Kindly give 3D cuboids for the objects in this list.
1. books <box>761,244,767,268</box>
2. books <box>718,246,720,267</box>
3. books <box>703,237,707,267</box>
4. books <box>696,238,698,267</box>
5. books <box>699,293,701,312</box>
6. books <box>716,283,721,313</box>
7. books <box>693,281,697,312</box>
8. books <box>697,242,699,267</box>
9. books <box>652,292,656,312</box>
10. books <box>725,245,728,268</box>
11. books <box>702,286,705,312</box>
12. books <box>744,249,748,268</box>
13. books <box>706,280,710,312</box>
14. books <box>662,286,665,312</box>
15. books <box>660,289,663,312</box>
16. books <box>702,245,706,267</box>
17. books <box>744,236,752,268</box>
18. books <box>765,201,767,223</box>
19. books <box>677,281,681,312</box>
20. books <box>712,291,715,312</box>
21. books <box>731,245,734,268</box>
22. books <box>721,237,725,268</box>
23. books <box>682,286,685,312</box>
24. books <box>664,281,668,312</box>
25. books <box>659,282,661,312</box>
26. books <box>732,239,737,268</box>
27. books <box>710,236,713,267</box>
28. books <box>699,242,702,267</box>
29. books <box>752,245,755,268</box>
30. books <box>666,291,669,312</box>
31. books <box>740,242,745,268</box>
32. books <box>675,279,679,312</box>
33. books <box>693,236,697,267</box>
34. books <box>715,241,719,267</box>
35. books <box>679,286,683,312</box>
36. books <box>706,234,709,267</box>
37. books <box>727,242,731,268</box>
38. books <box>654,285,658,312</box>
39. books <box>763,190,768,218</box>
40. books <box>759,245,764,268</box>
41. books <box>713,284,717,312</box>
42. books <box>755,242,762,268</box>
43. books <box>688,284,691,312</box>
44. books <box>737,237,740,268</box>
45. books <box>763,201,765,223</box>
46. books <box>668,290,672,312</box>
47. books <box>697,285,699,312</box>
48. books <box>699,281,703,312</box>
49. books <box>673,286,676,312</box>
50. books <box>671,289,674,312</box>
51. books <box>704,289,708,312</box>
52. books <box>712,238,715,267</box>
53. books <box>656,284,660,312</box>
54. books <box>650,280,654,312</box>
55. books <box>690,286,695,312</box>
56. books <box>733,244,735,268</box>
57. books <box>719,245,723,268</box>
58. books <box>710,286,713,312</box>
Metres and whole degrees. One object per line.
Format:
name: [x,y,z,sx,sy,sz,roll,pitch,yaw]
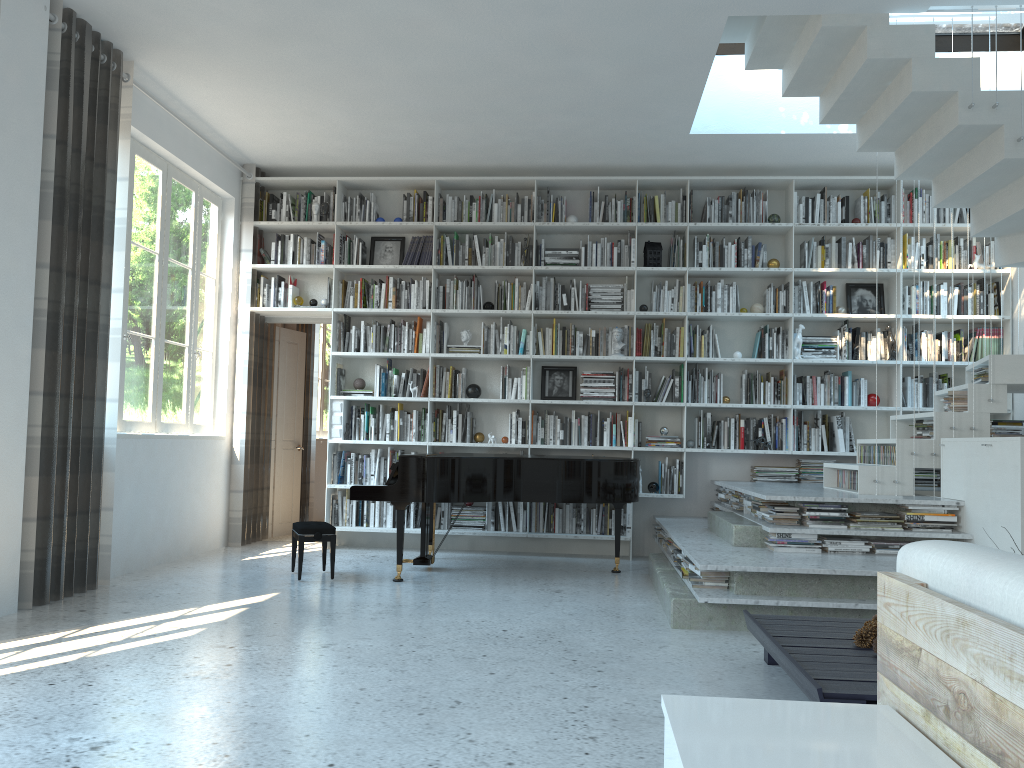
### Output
books: [2.091,-1.035,7.377,0.026,0.229,0.140,1,-3,5]
books: [1.718,-1.035,7.405,0.014,0.215,0.132,1,-3,5]
books: [1.612,-1.072,7.406,0.011,0.283,0.173,1,-3,5]
books: [1.538,-1.071,7.426,0.011,0.279,0.133,1,-3,5]
books: [1.557,-0.655,7.393,0.021,0.179,0.136,1,-3,5]
books: [1.706,-0.695,7.358,0.030,0.263,0.182,1,-3,5]
books: [1.527,-0.705,7.403,0.014,0.278,0.154,1,-3,5]
books: [1.549,-1.051,7.418,0.012,0.239,0.139,1,-3,5]
books: [1.180,-0.665,7.409,0.028,0.185,0.181,1,-3,5]
books: [1.778,-1.035,7.399,0.025,0.216,0.144,1,-3,5]
books: [1.588,-0.683,7.389,0.013,0.236,0.157,1,-3,5]
books: [1.930,-1.016,7.372,0.027,0.181,0.176,1,-3,5]
books: [1.626,-0.705,7.369,0.014,0.280,0.177,1,-3,5]
books: [1.259,-0.688,7.414,0.023,0.236,0.178,1,-3,5]
books: [1.244,-0.674,7.419,0.023,0.207,0.171,1,-3,5]
books: [1.591,-1.036,7.389,0.026,0.207,0.181,1,-3,5]
books: [1.958,-1.068,7.360,0.029,0.285,0.183,1,-3,5]
books: [2.095,-1.393,7.375,0.014,0.208,0.188,1,-3,5]
books: [1.383,-0.707,7.404,0.025,0.277,0.173,1,-3,5]
books: [1.668,-0.660,7.378,0.025,0.194,0.171,1,-3,5]
books: [1.821,-1.032,7.368,0.021,0.209,0.181,1,-3,5]
books: [1.760,-1.069,7.404,0.013,0.284,0.154,1,-3,5]
books: [1.418,-0.686,7.399,0.026,0.237,0.173,1,-3,5]
books: [1.274,-0.709,7.392,0.028,0.275,0.187,1,-3,5]
books: [1.234,-0.708,7.423,0.019,0.275,0.146,1,-3,5]
books: [1.850,-1.058,7.383,0.012,0.264,0.156,1,-3,5]
books: [1.663,-1.077,7.411,0.021,0.296,0.138,1,-3,5]
books: [1.567,-1.053,7.411,0.026,0.243,0.148,1,-3,5]
books: [1.988,-1.030,7.370,0.030,0.213,0.157,1,-3,5]
books: [1.290,-0.668,7.399,0.024,0.194,0.173,1,-3,5]
books: [1.901,-1.044,7.372,0.030,0.237,0.186,1,-3,5]
books: [1.368,-0.715,7.408,0.028,0.293,0.154,1,-3,5]
books: [1.525,-1.075,7.407,0.012,0.285,0.159,1,-3,5]
books: [1.697,-1.050,7.389,0.027,0.241,0.160,1,-3,5]
books: [1.398,-0.684,7.385,0.028,0.229,0.177,1,-3,5]
books: [1.624,-1.084,7.400,0.014,0.306,0.152,1,-3,5]
books: [1.801,-1.045,7.385,0.023,0.236,0.149,1,-3,5]
books: [1.202,-0.692,7.429,0.024,0.242,0.159,1,-3,5]
books: [2.107,-1.441,7.378,0.006,0.306,0.163,1,-3,5]
books: [2.052,-1.031,7.362,0.048,0.216,0.182,1,-3,5]
books: [1.687,-0.691,7.384,0.011,0.256,0.131,1,-3,5]
books: [2.029,-1.041,7.355,0.054,0.235,0.171,1,-3,5]
books: [1.461,-0.694,7.388,0.028,0.251,0.190,1,-3,5]
books: [1.882,-1.067,7.393,0.012,0.285,0.159,1,-3,5]
books: [2.080,-1.395,7.385,0.018,0.214,0.157,1,-3,5]
books: [1.309,-0.668,7.401,0.027,0.196,0.185,1,-3,5]
books: [1.539,-0.690,7.384,0.014,0.247,0.176,1,-3,5]
books: [1.577,-0.705,7.411,0.014,0.283,0.135,1,-3,5]
books: [1.350,-0.686,7.406,0.024,0.233,0.149,1,-3,5]
books: [1.330,-0.675,7.400,0.029,0.211,0.158,1,-3,5]
books: [1.607,-0.672,7.388,0.026,0.215,0.161,1,-3,5]
books: [1.679,-1.066,7.415,0.012,0.276,0.133,1,-3,5]
books: [1.219,-0.696,7.423,0.028,0.250,0.164,1,-3,5]
books: [1.171,-0.714,7.434,0.018,0.285,0.159,1,-3,5]
books: [1.505,-0.687,7.408,0.030,0.242,0.138,1,-3,5]
books: [1.838,-1.038,7.381,0.011,0.222,0.159,1,-3,5]
books: [1.740,-1.039,7.407,0.028,0.223,0.142,1,-3,5]
books: [1.644,-0.683,7.372,0.022,0.237,0.164,1,-3,5]
